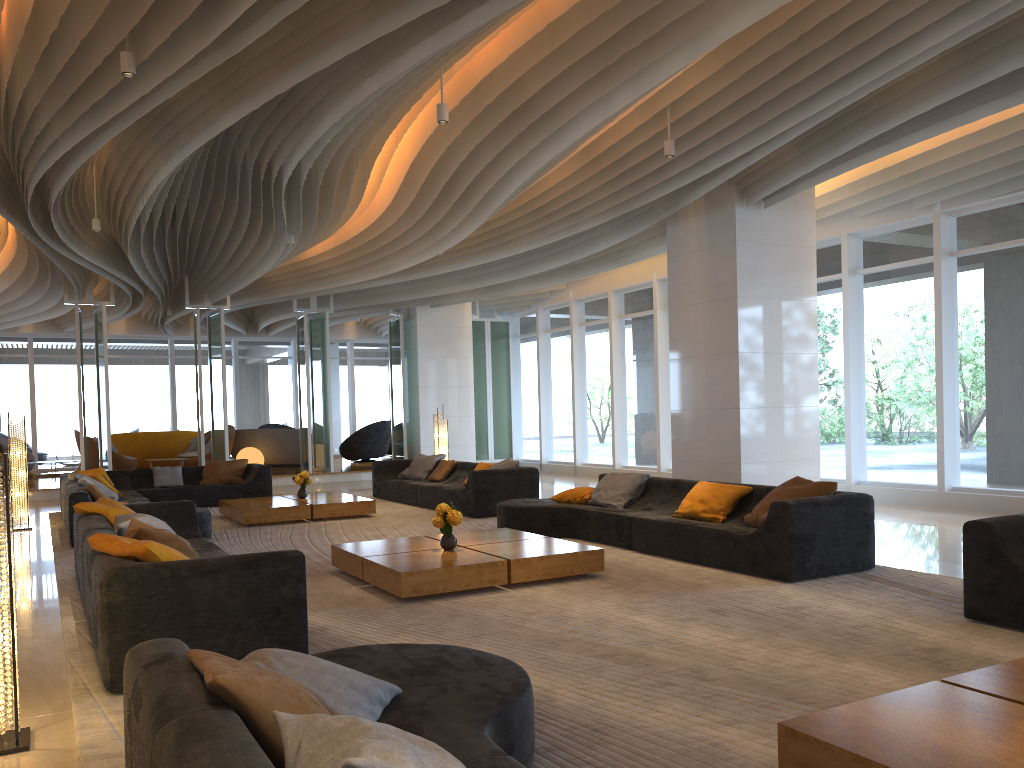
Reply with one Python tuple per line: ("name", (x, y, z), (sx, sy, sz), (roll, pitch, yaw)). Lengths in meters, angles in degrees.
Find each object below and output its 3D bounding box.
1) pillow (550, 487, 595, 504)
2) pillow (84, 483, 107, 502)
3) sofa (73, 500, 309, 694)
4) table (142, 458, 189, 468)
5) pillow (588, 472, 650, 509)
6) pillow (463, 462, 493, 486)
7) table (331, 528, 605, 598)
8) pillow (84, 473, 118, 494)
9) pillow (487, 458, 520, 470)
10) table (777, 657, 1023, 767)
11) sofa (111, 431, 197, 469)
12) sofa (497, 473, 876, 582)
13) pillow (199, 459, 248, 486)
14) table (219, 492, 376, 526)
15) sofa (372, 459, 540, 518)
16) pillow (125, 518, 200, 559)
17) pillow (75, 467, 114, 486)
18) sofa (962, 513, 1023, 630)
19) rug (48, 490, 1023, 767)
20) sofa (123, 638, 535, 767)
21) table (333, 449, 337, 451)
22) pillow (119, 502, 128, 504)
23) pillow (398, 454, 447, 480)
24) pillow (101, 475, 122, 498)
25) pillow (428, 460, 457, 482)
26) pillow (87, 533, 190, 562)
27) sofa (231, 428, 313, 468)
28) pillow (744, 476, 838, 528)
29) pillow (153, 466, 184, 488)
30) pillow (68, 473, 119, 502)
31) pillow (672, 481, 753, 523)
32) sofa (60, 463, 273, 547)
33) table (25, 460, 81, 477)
("pillow", (0.709, 1.172, 9.297), (0.443, 0.193, 0.594), (-2, -2, 26))
("pillow", (-4.371, 1.217, 9.451), (0.333, 0.311, 0.418), (-1, -1, -27))
("sofa", (-2.301, 1.209, 5.847), (0.955, 0.582, 3.724), (-1, -2, -28))
("table", (-7.307, 1.749, 18.744), (1.062, 0.318, 0.831), (-3, -2, 43))
("pillow", (1.044, 1.094, 8.895), (0.468, 0.417, 0.655), (-1, -1, -28))
("pillow", (-0.447, 1.206, 11.829), (0.326, 0.312, 0.402), (-1, -1, -26))
("table", (-0.390, 1.378, 6.923), (1.623, 0.220, 1.578), (0, -2, -29))
("pillow", (-5.312, 1.296, 11.345), (0.417, 0.335, 0.329), (-2, 0, 27))
("pillow", (-0.195, 1.155, 11.390), (0.549, 0.378, 0.636), (-1, -1, -7))
("table", (1.939, 1.162, 2.563), (1.623, 0.220, 1.578), (0, -2, -29))
("sofa", (-8.297, 1.541, 20.350), (2.603, 0.902, 1.092), (0, -1, -39))
("sofa", (1.226, 1.192, 8.089), (1.371, 0.583, 4.083), (-1, -2, -30))
("pillow", (-4.421, 1.349, 13.624), (0.641, 0.378, 0.545), (-1, -1, -7))
("table", (-2.786, 1.602, 11.407), (1.623, 0.220, 1.578), (0, -2, -29))
("sofa", (-0.909, 1.404, 12.450), (0.955, 0.582, 3.724), (-1, -2, -28))
("pillow", (-2.060, 1.010, 5.249), (0.450, 0.410, 0.593), (-1, -1, -27))
("pillow", (-5.989, 1.365, 12.724), (0.336, 0.316, 0.415), (-2, -1, 33))
("sofa", (3.872, 0.957, 3.433), (1.353, 0.582, 4.135), (-1, -2, -21))
("rug", (-0.536, 1.505, 7.207), (5.590, 0.022, 15.990), (0, -2, -28))
("sofa", (-0.333, 1.042, 2.552), (1.374, 0.577, 2.221), (-1, -2, -28))
("table", (-4.735, 1.784, 21.708), (0.806, 0.318, 1.096), (-3, -2, 33))
("pillow", (-4.013, 1.305, 9.298), (0.409, 0.136, 0.418), (-2, -2, 5))
("pillow", (-1.394, 1.267, 13.635), (0.628, 0.378, 0.556), (-2, -1, 39))
("pillow", (-5.321, 1.330, 11.516), (0.406, 0.319, 0.335), (-2, -1, 29))
("pillow", (-1.016, 1.259, 12.895), (0.326, 0.312, 0.401), (-1, -1, -31))
("pillow", (-1.826, 0.962, 4.653), (0.628, 0.378, 0.556), (-2, -1, 39))
("sofa", (-5.398, 1.460, 20.276), (2.533, 0.902, 1.122), (-2, -1, 21))
("pillow", (2.172, 0.935, 6.961), (0.549, 0.378, 0.636), (-1, -1, -7))
("pillow", (-5.126, 1.381, 13.213), (0.413, 0.312, 0.317), (-1, -1, -27))
("pillow", (-5.194, 1.289, 11.029), (0.554, 0.377, 0.642), (-1, -1, -33))
("pillow", (1.705, 1.050, 7.663), (0.456, 0.394, 0.628), (-1, -1, -29))
("sofa", (-4.119, 1.415, 11.305), (2.864, 0.654, 5.016), (-1, -2, -28))
("table", (-9.888, 1.832, 19.119), (1.092, 0.318, 0.808), (-1, -2, -22))
